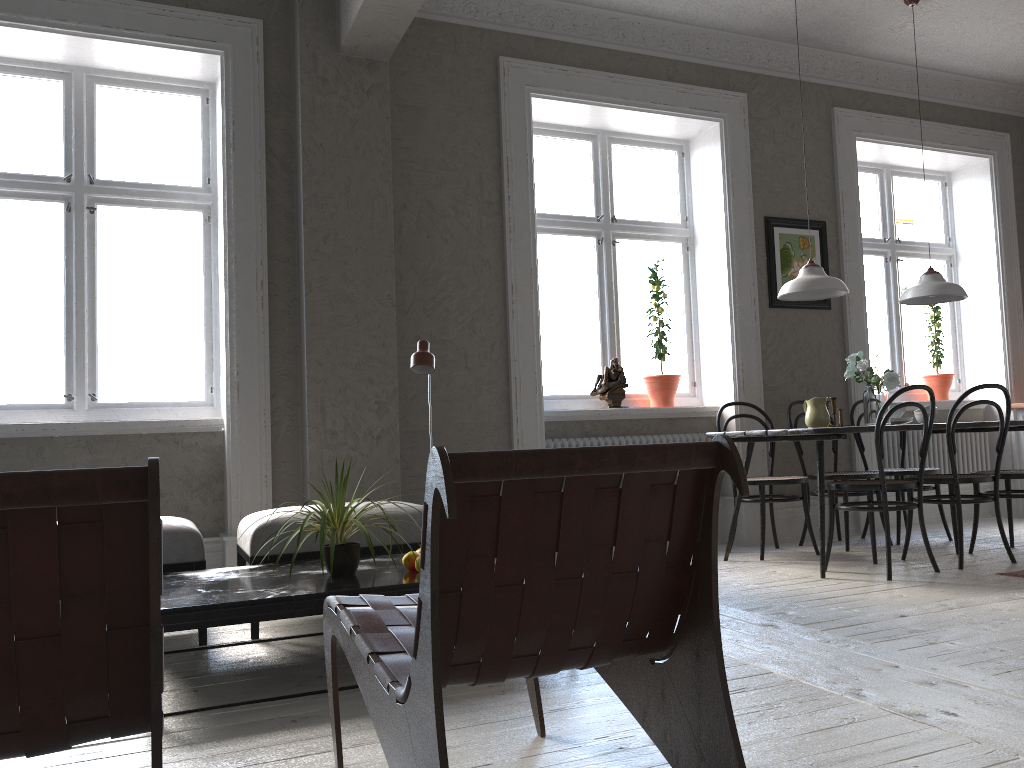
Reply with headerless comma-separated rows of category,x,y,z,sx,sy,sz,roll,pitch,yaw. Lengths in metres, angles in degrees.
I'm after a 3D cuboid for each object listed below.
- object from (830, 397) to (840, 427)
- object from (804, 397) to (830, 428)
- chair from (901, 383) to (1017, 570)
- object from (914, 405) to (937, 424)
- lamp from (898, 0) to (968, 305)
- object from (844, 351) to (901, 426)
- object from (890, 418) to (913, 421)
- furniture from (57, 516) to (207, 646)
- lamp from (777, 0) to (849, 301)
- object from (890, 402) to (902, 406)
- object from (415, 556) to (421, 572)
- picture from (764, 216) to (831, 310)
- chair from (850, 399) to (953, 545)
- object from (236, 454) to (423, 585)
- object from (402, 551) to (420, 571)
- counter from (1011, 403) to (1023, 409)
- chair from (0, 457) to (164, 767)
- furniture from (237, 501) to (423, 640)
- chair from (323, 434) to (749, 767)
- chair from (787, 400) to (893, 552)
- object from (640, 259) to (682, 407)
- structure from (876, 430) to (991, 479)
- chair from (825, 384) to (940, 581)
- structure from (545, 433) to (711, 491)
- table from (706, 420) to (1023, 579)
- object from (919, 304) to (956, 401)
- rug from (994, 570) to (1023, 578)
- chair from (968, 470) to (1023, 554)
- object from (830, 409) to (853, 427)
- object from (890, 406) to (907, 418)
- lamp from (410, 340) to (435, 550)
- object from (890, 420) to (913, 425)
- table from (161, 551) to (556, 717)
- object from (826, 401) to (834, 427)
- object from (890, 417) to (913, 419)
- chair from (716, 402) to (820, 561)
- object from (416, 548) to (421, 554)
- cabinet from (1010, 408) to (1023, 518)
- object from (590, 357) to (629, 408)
object,1.791,0.158,4.920,0.060,0.167,0.059,-2,-4,-10
object,1.693,0.161,4.936,0.147,0.170,0.138,-4,-4,28
chair,2.328,0.475,4.641,0.443,0.920,0.543,-1,-4,-15
object,2.388,0.171,5.116,0.128,0.119,0.124,-2,-4,-7
lamp,2.447,-1.416,5.283,0.384,1.858,0.375,-1,-4,-16
object,1.966,0.019,4.810,0.255,0.414,0.306,0,-4,-25
object,2.270,0.225,5.294,0.233,0.027,0.242,-5,-5,35
furniture,-1.643,0.770,3.429,0.841,0.476,0.574,-1,-4,-23
lamp,1.616,-1.407,4.916,0.375,1.858,0.383,-3,-4,14
object,2.267,0.160,5.298,0.183,0.094,0.176,0,-4,-32
object,-0.295,0.602,2.984,0.062,0.063,0.062,-3,-4,8
picture,1.943,-0.815,6.006,0.529,0.619,0.019,-1,-4,-24
chair,2.477,0.538,5.687,0.441,0.920,0.545,-1,-4,-10
object,-0.556,0.442,2.984,0.665,0.420,0.729,-2,-4,-5
object,-0.341,0.606,3.036,0.070,0.066,0.070,-2,-4,-8
counter,3.576,0.060,4.917,3.444,0.039,3.112,-1,-4,-23
chair,-0.824,0.487,1.386,0.515,0.721,1.001,-1,-4,-23
furniture,-0.728,0.760,3.834,0.841,0.476,0.574,-1,-4,-23
chair,-0.028,0.478,1.739,0.515,0.721,1.001,-1,-4,-23
chair,2.018,0.544,5.503,0.445,0.920,0.540,0,-4,-25
object,0.967,-0.339,5.828,0.267,0.991,0.273,-3,-4,16
structure,3.115,0.513,6.601,1.244,0.428,0.146,0,-4,-26
chair,1.833,0.480,4.418,0.445,0.920,0.540,0,-4,-25
structure,0.760,0.538,5.559,1.244,0.428,0.146,0,-4,-26
table,2.180,0.601,5.049,1.950,0.735,0.891,-1,-4,-24
object,3.274,-0.275,6.853,0.259,0.813,0.261,-2,-4,4
rug,3.015,0.865,4.131,1.309,0.014,0.725,-1,-4,-23
chair,2.784,0.469,4.824,0.445,0.920,0.540,0,-4,-25
object,1.992,0.207,5.362,0.142,0.112,0.136,1,-5,-40
object,2.267,0.181,5.297,0.183,0.094,0.176,0,-4,-32
lamp,-0.337,0.251,3.495,0.137,0.839,0.254,-3,-4,13
object,2.270,0.234,5.293,0.238,0.027,0.236,-2,-4,-5
table,-0.557,0.801,3.076,1.331,0.303,0.836,-1,-4,-23
object,1.823,0.168,5.132,0.098,0.172,0.094,1,-5,-42
object,2.269,0.216,5.294,0.237,0.027,0.237,-2,-4,0
chair,1.503,0.550,5.271,0.443,0.920,0.543,-1,-4,-15
object,-0.310,0.611,3.124,0.071,0.066,0.066,-1,-4,-18
cabinet,3.895,0.434,4.540,1.957,0.854,4.260,-4,-4,24
object,0.616,-0.006,5.643,0.240,0.329,0.118,-1,-4,-22
